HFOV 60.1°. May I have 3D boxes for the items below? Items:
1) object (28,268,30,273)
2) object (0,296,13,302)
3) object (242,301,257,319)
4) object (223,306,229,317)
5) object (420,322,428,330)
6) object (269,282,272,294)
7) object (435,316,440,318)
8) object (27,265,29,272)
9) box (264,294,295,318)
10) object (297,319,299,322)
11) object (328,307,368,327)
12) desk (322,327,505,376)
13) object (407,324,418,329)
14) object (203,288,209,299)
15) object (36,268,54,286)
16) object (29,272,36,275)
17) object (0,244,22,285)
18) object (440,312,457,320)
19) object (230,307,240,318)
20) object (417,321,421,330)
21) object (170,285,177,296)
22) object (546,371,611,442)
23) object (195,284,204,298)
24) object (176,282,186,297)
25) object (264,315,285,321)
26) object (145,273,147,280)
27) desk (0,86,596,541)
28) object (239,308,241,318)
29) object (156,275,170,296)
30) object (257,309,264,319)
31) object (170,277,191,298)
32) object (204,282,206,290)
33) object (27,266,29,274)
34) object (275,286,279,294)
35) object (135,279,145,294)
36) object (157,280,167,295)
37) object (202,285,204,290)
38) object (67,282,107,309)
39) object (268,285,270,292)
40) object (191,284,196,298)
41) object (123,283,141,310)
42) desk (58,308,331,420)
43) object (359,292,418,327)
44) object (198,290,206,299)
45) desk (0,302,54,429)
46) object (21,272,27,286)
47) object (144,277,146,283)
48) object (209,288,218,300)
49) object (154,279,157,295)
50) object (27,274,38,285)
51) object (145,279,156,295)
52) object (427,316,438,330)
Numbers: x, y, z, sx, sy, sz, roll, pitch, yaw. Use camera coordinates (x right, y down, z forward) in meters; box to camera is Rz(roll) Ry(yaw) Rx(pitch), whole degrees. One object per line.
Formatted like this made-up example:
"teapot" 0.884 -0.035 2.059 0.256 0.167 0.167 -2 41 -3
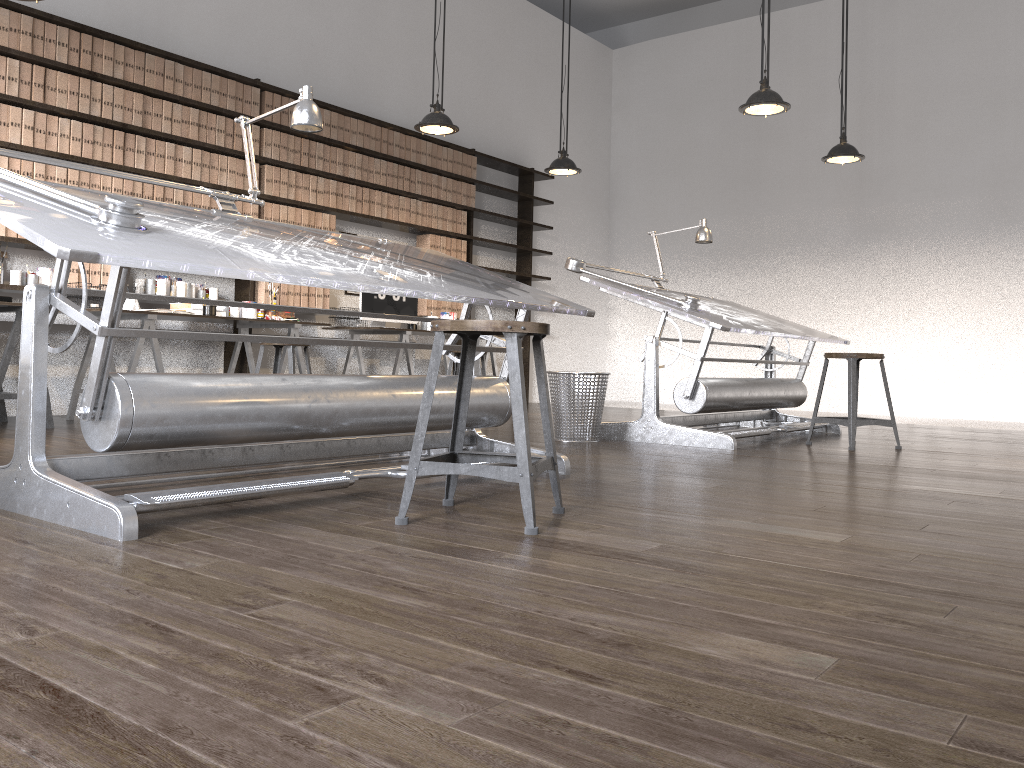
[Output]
"object" -2.866 -0.636 5.277 0.004 0.103 0.035 0 -2 33
"object" -2.860 -0.443 4.541 0.312 0.033 0.445 2 2 37
"object" -1.852 -0.508 6.246 0.105 0.142 0.104 2 -1 -45
"object" -1.998 -0.491 6.149 0.062 0.093 0.063 2 -1 -12
"object" -0.749 -0.512 7.726 0.096 0.143 0.096 2 -1 -35
"object" -1.736 -0.634 6.396 0.007 0.214 0.055 0 -2 44
"object" -0.661 -0.511 7.733 0.068 0.155 0.068 1 -1 14
"object" -2.883 -0.649 5.287 0.008 0.125 0.041 1 -2 26
"box" -1.699 -0.547 6.422 0.137 0.207 0.211 1 -1 38
"object" -1.571 -0.457 6.440 0.049 0.037 0.049 2 0 41
"object" -1.304 -0.523 7.067 0.204 0.161 0.284 2 1 30
"desk" -0.752 -0.105 7.480 0.656 0.670 1.667 1 1 37
"object" -0.862 -0.512 7.666 0.092 0.142 0.096 1 -1 17
"object" -2.176 -0.631 6.306 0.045 0.102 0.044 1 -1 29
"object" -2.835 -0.638 5.376 0.094 0.128 0.095 1 -1 44
"object" -2.899 -0.627 5.349 0.044 0.101 0.045 0 -2 40
"object" -3.006 -0.715 5.217 0.156 0.272 0.181 1 -1 22
"object" -0.557 -0.528 7.758 0.145 0.196 0.144 1 -1 10
"object" -1.930 -0.490 6.166 0.062 0.094 0.062 2 -1 -3
"object" -0.801 -0.516 7.814 0.094 0.145 0.094 2 -1 -35
"object" -2.330 -0.626 6.091 0.054 0.101 0.054 2 -1 -36
"object" 0.359 0.123 4.840 0.353 0.378 0.353 2 0 -31
"object" -2.245 -0.645 6.308 0.095 0.130 0.094 1 -1 25
"object" -2.258 -0.637 6.041 0.062 0.119 0.062 1 -1 6
"object" -1.652 -0.457 6.196 0.132 0.050 0.197 2 1 8
"object" -2.458 -0.665 5.966 0.009 0.169 0.041 0 -2 41
"desk" -0.783 -0.366 2.880 1.077 1.388 2.278 1 0 37
"object" -1.966 -0.506 6.273 0.094 0.128 0.095 1 -1 34
"object" -2.380 -0.656 6.031 0.094 0.162 0.094 1 -1 34
"object" -1.781 -0.493 6.274 0.049 0.112 0.049 0 -2 41
"object" -2.310 -0.656 6.140 0.205 0.162 0.094 2 -1 39
"object" -2.165 -0.648 6.236 0.029 0.135 0.004 0 -2 33
"object" -2.883 -0.641 5.280 0.004 0.127 0.028 0 -2 36
"object" -1.723 -0.622 6.409 0.071 0.186 0.008 2 -2 -10
"object" -2.478 -0.639 5.900 0.062 0.119 0.062 2 -1 -12
"object" -2.343 -0.636 5.924 0.062 0.119 0.062 2 -1 -3
"object" -2.180 -0.641 6.227 0.035 0.104 0.004 0 -2 36
"object" -2.556 -0.515 5.285 0.284 0.161 0.203 2 0 37
"object" -1.742 -0.623 6.410 0.053 0.182 0.006 2 -2 -10
"object" -2.241 -0.639 6.177 0.062 0.119 0.062 1 -1 6
"object" -2.428 -0.544 5.655 0.101 0.209 0.101 2 -1 -8
"desk" -2.054 -0.100 5.782 0.656 0.670 1.667 1 1 37
"object" -1.034 -0.699 7.320 0.204 0.518 0.642 0 -1 37
"object" -2.188 -0.619 6.244 0.054 0.081 0.054 1 -1 28
"desk" -3.127 -0.096 4.383 0.656 0.670 1.667 1 1 37
"object" -2.949 -0.627 5.319 0.063 0.093 0.062 1 -1 0
"object" -2.470 -0.656 5.979 0.004 0.130 0.035 0 -2 45
"object" -2.101 -0.627 6.231 0.062 0.096 0.062 2 -1 -21
"object" -2.393 -0.639 5.962 0.044 0.128 0.045 0 -2 38
"object" -2.910 -0.623 5.342 0.062 0.093 0.181 2 0 -39
"object" -2.412 -0.637 5.907 0.062 0.118 0.063 2 -1 -12
"object" -0.683 -0.509 7.641 0.094 0.145 0.094 2 -1 -26
